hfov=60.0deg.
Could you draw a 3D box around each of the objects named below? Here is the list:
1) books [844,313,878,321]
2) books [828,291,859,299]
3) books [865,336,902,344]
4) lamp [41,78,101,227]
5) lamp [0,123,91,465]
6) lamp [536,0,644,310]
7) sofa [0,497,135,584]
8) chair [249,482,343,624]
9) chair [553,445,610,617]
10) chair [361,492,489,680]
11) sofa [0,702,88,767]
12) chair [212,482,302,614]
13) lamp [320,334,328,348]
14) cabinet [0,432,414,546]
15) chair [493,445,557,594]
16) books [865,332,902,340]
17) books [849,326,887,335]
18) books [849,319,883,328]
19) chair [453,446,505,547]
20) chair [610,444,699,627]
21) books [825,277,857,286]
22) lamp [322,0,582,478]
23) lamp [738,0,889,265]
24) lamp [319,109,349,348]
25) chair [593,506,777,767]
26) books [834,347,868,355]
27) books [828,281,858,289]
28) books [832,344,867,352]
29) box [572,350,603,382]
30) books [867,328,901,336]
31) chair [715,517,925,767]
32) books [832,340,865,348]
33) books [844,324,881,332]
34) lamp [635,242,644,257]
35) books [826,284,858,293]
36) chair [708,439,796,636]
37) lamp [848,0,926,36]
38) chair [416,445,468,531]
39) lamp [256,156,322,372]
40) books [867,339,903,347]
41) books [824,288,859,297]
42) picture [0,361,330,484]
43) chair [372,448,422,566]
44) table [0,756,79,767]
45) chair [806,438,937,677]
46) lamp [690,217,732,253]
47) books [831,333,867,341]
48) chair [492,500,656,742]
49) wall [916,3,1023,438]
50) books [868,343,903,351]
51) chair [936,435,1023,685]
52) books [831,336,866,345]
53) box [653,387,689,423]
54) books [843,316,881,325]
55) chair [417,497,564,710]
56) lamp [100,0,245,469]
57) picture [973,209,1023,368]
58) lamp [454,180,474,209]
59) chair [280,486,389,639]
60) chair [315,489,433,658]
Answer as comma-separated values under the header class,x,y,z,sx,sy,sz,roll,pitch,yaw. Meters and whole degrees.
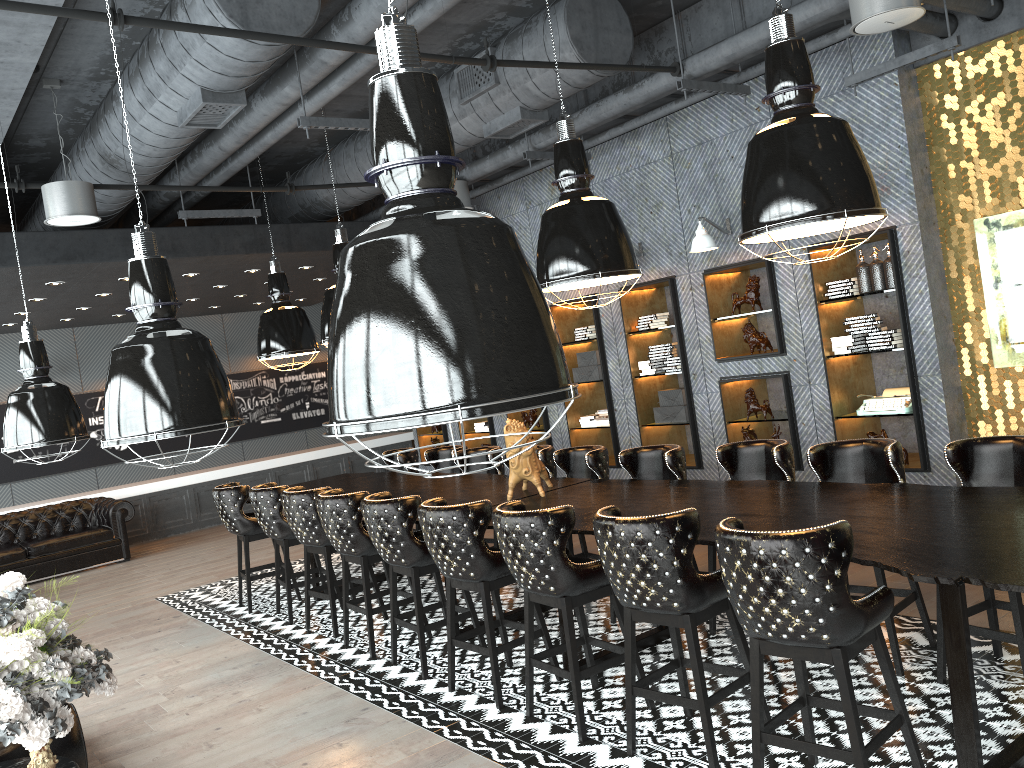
class,x,y,z,sx,sy,sz,roll,pitch,yaw
books,2.770,-0.530,7.026,0.245,0.028,0.194,-8,2,25
books,2.693,-0.713,7.099,0.194,0.028,0.245,-10,2,-31
books,2.909,-0.348,6.891,0.194,0.028,0.245,-10,2,-34
lamp,-3.288,-1.701,6.478,0.380,1.045,0.382,-8,1,22
lamp,-2.396,-0.688,4.270,0.391,2.161,0.391,-9,1,9
lamp,0.282,-1.568,4.993,0.621,2.302,0.621,-8,1,9
sofa,-6.180,2.045,11.161,2.568,0.838,1.239,-10,2,-37
chair,-1.801,1.350,7.312,0.568,1.092,0.504,-9,1,-27
chair,0.486,1.026,6.409,0.568,1.092,0.504,-9,1,-28
chair,-0.587,1.212,5.568,0.568,1.092,0.504,-9,1,-32
sofa,-2.749,1.719,3.931,1.240,0.838,2.564,-10,2,-37
chair,-2.282,1.408,7.855,0.568,1.092,0.504,-9,1,-27
lamp,-3.151,-0.778,15.370,0.244,0.287,0.489,-9,1,-20
cabinet,-3.613,1.660,11.243,8.426,0.826,6.307,-10,2,-36
chair,0.137,1.064,6.995,0.568,1.092,0.504,-10,1,-41
books,2.912,-0.377,6.897,0.194,0.028,0.245,-10,2,-30
books,2.818,-0.422,7.012,0.245,0.028,0.194,-8,2,37
books,2.797,-0.476,7.002,0.245,0.028,0.194,-8,2,24
chair,-0.278,1.111,7.561,0.504,1.092,0.569,-8,1,44
chair,0.918,0.977,5.784,0.568,1.092,0.504,-9,1,-35
books,2.670,-0.824,7.105,0.194,0.028,0.245,-10,2,-33
lamp,-0.238,-0.933,1.322,0.391,2.153,0.391,-9,1,9
lamp,1.142,-1.667,3.819,0.621,2.302,0.621,-8,1,9
lamp,-1.438,-1.370,7.343,0.621,2.302,0.621,-8,1,9
chair,0.707,1.061,3.874,0.569,1.092,0.504,-10,1,-42
books,2.744,-0.272,7.107,0.245,0.028,0.193,-9,2,-21
books,2.687,-0.797,7.089,0.194,0.028,0.245,-10,2,-36
books,2.712,-0.294,7.061,0.245,0.028,0.193,-9,2,-15
box,0.859,-0.199,9.647,0.298,0.315,0.419,-10,2,-36
books,2.920,-0.406,6.880,0.194,0.028,0.245,-10,2,-37
chair,1.099,1.018,3.256,0.569,1.092,0.504,-10,1,-44
books,2.717,-0.324,7.104,0.246,0.028,0.193,-10,2,-34
books,2.762,-0.442,6.985,0.245,0.028,0.194,-8,2,30
lamp,1.083,-1.225,8.458,0.490,0.287,0.243,-9,1,-21
books,2.677,-0.768,7.091,0.194,0.028,0.245,-10,2,-34
chair,1.453,0.910,5.273,0.568,1.092,0.504,-9,1,-35
lamp,1.931,-2.448,4.741,0.382,1.045,0.380,-9,1,-26
chair,-0.607,1.145,8.169,0.568,1.092,0.504,-10,1,-40
lamp,-2.298,-1.271,8.517,0.621,2.302,0.621,-8,1,9
books,2.916,-0.320,6.871,0.194,0.028,0.245,-9,2,-23
books,2.664,-0.738,7.116,0.194,0.028,0.245,-10,2,-32
picture,-3.990,0.292,15.011,12.475,1.103,0.199,-10,1,-36
chair,-1.128,1.210,8.705,0.568,1.092,0.504,-9,1,-28
table,-1.597,1.634,2.744,0.572,0.726,0.573,-8,1,17
chair,1.838,0.868,4.670,0.569,1.092,0.504,-10,1,-44
lamp,1.725,-1.297,7.582,0.490,0.287,0.243,-9,1,-21
books,2.700,-0.379,7.097,0.246,0.028,0.193,-10,2,-38
chair,0.258,1.115,4.414,0.568,1.092,0.504,-9,1,-33
wall,3.821,-1.089,5.711,0.025,4.382,2.443,-9,1,-36
books,2.921,-0.292,6.870,0.194,0.028,0.245,-10,2,-35
chair,2.267,0.818,4.095,0.568,1.092,0.504,-9,1,-27
books,2.705,-0.351,7.098,0.246,0.028,0.193,-10,2,-41
box,1.602,0.212,8.764,0.323,0.315,0.419,-10,2,-36
books,2.770,-0.501,7.023,0.245,0.028,0.194,-8,2,34
chair,-0.167,1.165,4.952,0.568,1.092,0.504,-10,1,-39
lamp,-1.113,-0.836,2.518,0.391,2.161,0.391,-9,1,9
picture,3.846,-0.698,5.718,0.022,1.073,1.573,-9,2,-36
lamp,-0.633,-2.158,8.463,0.380,1.045,0.381,-9,1,-10
chair,-1.388,1.303,6.730,0.568,1.092,0.504,-10,1,-40
chair,-0.997,1.259,6.146,0.568,1.092,0.504,-9,1,-34
